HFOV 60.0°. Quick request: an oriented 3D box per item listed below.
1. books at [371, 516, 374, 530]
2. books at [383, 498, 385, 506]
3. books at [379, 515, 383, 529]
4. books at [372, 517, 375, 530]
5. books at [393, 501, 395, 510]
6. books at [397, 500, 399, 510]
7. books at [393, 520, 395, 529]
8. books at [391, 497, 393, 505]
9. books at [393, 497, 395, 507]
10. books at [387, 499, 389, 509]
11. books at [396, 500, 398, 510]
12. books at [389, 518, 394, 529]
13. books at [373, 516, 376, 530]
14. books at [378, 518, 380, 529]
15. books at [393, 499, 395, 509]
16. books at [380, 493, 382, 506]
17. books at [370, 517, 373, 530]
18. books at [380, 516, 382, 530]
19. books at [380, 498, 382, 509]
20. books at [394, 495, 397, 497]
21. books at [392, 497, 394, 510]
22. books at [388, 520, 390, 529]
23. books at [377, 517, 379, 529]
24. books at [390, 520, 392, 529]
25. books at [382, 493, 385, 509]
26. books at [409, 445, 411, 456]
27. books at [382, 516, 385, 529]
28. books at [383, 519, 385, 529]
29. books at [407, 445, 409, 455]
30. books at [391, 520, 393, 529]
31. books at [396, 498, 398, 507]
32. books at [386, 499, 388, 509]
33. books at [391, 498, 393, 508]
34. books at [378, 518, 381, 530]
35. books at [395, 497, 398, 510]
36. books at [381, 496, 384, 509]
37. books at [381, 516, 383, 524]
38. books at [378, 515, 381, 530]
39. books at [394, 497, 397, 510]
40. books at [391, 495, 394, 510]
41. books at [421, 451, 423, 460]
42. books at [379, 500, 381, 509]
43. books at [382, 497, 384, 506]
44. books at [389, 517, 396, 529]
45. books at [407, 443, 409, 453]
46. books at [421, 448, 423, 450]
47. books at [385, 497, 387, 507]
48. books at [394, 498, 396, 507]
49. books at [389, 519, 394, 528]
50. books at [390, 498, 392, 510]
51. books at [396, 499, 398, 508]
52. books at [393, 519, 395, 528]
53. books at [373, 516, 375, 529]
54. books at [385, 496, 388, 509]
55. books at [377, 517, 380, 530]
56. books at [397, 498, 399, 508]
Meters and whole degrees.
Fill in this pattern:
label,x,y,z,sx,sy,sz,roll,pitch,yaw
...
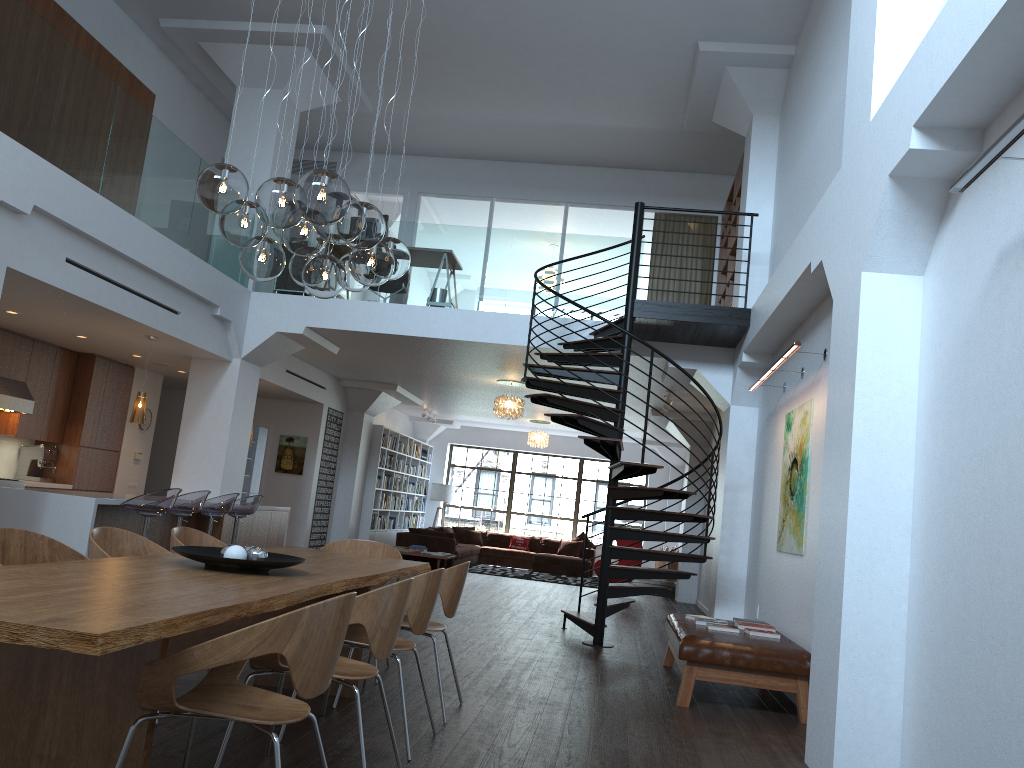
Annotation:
label,x,y,z,sx,sy,sz,roll,pitch,yaw
books,-2.599,2.503,16.014,0.174,0.240,0.054,5,-8,7
books,-2.493,2.238,16.707,0.161,0.223,0.026,5,-8,7
books,-2.529,2.601,16.710,0.180,0.259,0.042,5,-8,7
books,-2.587,2.523,16.086,0.161,0.223,0.032,5,-8,7
books,-2.396,2.357,17.458,0.161,0.223,0.027,5,-8,7
books,-2.358,2.408,17.781,0.161,0.223,0.026,5,-8,7
books,-2.409,2.782,17.673,0.146,0.202,0.027,5,-8,7
books,-2.417,2.309,17.235,0.160,0.250,0.026,5,-8,7
books,-2.403,2.329,17.374,0.183,0.253,0.034,5,-8,7
books,-2.453,2.273,17.012,0.160,0.250,0.026,5,-8,7
books,-2.375,2.381,17.712,0.183,0.253,0.034,5,-8,7
books,-2.425,2.765,17.567,0.146,0.202,0.027,5,-8,7
books,-2.585,2.526,16.207,0.180,0.251,0.048,5,-8,7
books,-2.549,2.585,16.490,0.161,0.223,0.033,5,-8,7
books,-2.401,2.339,17.419,0.171,0.246,0.057,5,-8,7
books,-2.498,2.164,16.455,0.140,0.298,0.044,5,-8,7
books,-2.605,2.505,15.970,0.161,0.223,0.032,5,-8,7
books,-2.533,2.596,16.631,0.171,0.246,0.039,5,-8,7
books,-2.504,2.215,16.495,0.144,0.207,0.048,5,-8,7
books,-2.386,2.340,17.570,0.176,0.290,0.036,5,-8,7
books,-2.410,2.324,17.342,0.183,0.253,0.034,5,-8,7
books,-2.462,2.729,17.281,0.134,0.184,0.030,5,-8,7
books,-2.555,2.572,16.403,0.161,0.223,0.032,5,-8,7
books,-2.426,2.762,17.426,0.107,0.167,0.017,5,-8,7
books,-2.495,2.199,16.673,0.176,0.290,0.053,5,-8,7
books,-2.185,1.372,18.369,0.161,0.223,0.032,5,-8,7
books,-2.514,2.618,16.794,0.183,0.253,0.042,5,-8,7
books,-2.505,2.641,16.881,0.174,0.236,0.142,5,-8,7
books,-2.209,1.340,18.207,0.174,0.236,0.136,5,-8,7
books,-2.429,2.766,17.477,0.126,0.173,0.032,5,-8,7
books,-2.373,2.375,17.656,0.160,0.250,0.026,5,-8,7
books,-2.462,2.255,16.907,0.183,0.253,0.034,5,-8,7
books,-2.413,2.327,17.258,0.161,0.223,0.026,5,-8,7
books,-2.541,2.599,16.519,0.161,0.223,0.030,5,-8,7
books,-2.381,2.363,17.615,0.180,0.259,0.060,5,-8,7
books,-2.504,2.208,16.588,0.171,0.246,0.057,5,-8,7
books,-2.531,2.599,16.670,0.160,0.251,0.039,5,-8,7
books,-2.545,2.579,16.560,0.183,0.253,0.042,5,-8,7
books,-2.383,2.354,17.532,0.183,0.253,0.034,5,-8,7
books,-2.414,2.299,17.302,0.176,0.290,0.053,5,-8,7
books,-2.058,1.542,19.570,0.183,0.253,0.042,5,-8,7
books,-2.525,2.179,16.404,0.189,0.247,0.057,5,-8,7
books,-2.501,2.226,16.628,0.161,0.223,0.027,5,-8,7
books,-2.401,2.780,17.759,0.140,0.231,0.042,5,-8,7
books,-2.217,1.318,18.123,0.183,0.253,0.042,5,-8,7
books,-2.069,1.535,19.528,0.183,0.253,0.042,5,-8,7
books,-2.478,2.255,16.839,0.168,0.231,0.037,5,-8,7
books,-2.399,2.354,17.495,0.174,0.240,0.045,5,-8,7
books,-2.424,2.766,17.533,0.139,0.191,0.036,5,-8,7
books,-2.435,2.284,17.194,0.198,0.284,0.066,5,-8,7
books,-2.372,2.392,17.679,0.161,0.223,0.027,5,-8,7
books,-2.414,2.770,17.592,0.146,0.202,0.027,5,-8,7
books,-2.595,2.513,16.126,0.183,0.253,0.042,5,-8,7
books,-2.470,2.250,16.874,0.183,0.253,0.034,5,-8,7
books,-2.560,2.574,16.448,0.176,0.231,0.053,5,-8,7
books,-2.372,2.393,17.749,0.174,0.240,0.045,5,-8,7
